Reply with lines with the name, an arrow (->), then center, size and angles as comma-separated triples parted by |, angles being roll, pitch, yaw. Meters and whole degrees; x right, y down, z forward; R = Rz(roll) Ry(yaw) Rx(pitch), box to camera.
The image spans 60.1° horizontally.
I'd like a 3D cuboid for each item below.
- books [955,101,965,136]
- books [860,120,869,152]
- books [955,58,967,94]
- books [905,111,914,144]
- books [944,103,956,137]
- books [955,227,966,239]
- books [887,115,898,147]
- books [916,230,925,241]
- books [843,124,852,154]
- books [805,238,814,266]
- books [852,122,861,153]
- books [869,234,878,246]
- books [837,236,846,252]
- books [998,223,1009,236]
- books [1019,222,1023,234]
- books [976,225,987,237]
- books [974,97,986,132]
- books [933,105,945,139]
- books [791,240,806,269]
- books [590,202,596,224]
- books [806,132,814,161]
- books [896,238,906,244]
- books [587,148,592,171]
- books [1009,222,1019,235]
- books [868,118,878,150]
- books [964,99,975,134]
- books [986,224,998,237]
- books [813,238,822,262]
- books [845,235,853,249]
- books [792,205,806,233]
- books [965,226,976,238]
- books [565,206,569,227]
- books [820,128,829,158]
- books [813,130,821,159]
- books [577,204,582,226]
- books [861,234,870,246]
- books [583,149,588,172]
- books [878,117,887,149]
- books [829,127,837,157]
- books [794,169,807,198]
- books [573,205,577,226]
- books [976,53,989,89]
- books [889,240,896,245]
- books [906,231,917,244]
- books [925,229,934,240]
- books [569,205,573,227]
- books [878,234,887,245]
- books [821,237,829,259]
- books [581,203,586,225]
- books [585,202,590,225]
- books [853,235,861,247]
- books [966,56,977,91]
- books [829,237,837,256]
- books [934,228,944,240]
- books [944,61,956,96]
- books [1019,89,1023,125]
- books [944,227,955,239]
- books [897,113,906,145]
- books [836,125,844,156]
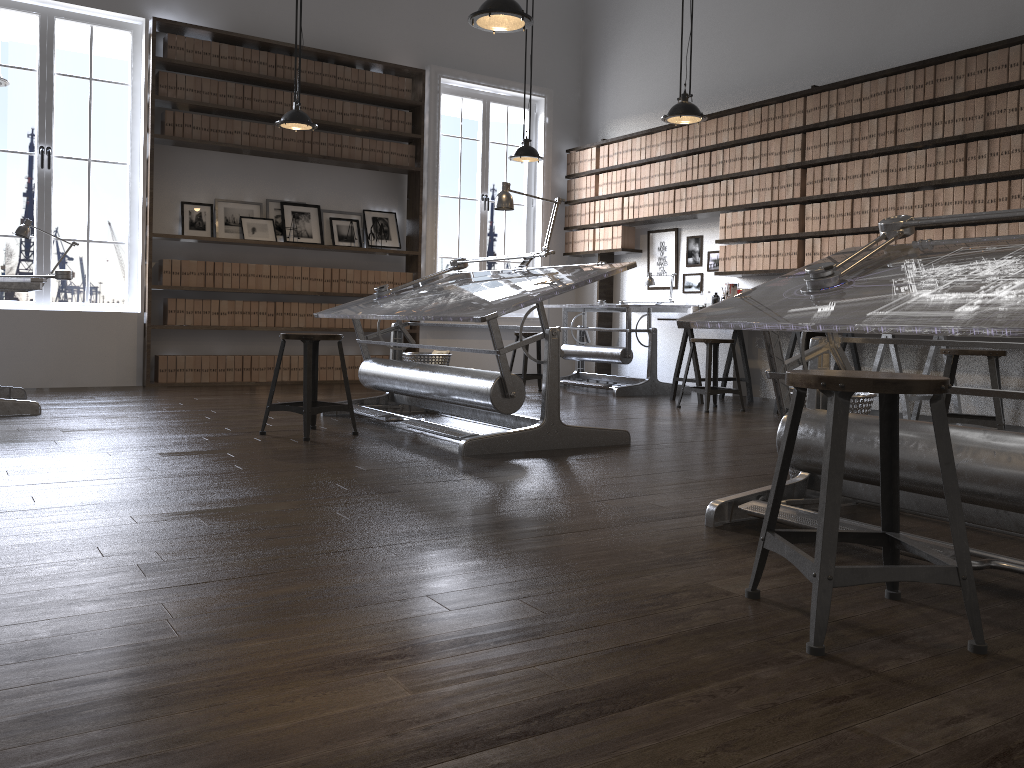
books -> 2.989, -1.728, 5.814 | 0.174, 0.225, 0.067 | 0, 2, -33
books -> 2.605, -1.780, 6.414 | 0.174, 0.225, 0.067 | 0, 2, -33
books -> 2.992, -2.005, 5.815 | 0.174, 0.225, 0.067 | 0, 2, -33
books -> 2.797, -1.754, 6.113 | 0.174, 0.225, 0.067 | 0, 2, -33
books -> 2.948, -1.733, 5.874 | 0.174, 0.225, 0.067 | 0, 2, -33
books -> 2.982, -0.911, 5.809 | 0.174, 0.225, 0.067 | 0, 2, -33
books -> 2.719, -1.764, 6.229 | 0.174, 0.225, 0.067 | 0, 2, -33
books -> 2.836, -0.931, 6.040 | 0.174, 0.225, 0.067 | 0, 2, -33
books -> 2.525, -1.790, 6.527 | 0.174, 0.225, 0.067 | 0, 2, -33
books -> 2.336, -0.998, 6.804 | 0.174, 0.225, 0.067 | 0, 2, -33
books -> 2.567, -1.785, 6.473 | 0.174, 0.225, 0.067 | 0, 2, -33
books -> 2.640, -0.958, 6.344 | 0.174, 0.225, 0.067 | 0, 2, -33
books -> 2.490, -0.978, 6.568 | 0.174, 0.225, 0.067 | 0, 2, -33
books -> 3.135, -0.891, 5.572 | 0.174, 0.225, 0.067 | 0, 2, -33
books -> 3.202, -0.881, 5.461 | 0.174, 0.225, 0.067 | 0, 2, -33
books -> 3.059, -0.901, 5.693 | 0.174, 0.225, 0.067 | 0, 2, -33
books -> 3.056, -1.718, 5.704 | 0.174, 0.225, 0.067 | 0, 2, -33
books -> 2.909, -1.739, 5.938 | 0.174, 0.225, 0.067 | 0, 2, -33
books -> 2.265, -1.008, 6.917 | 0.174, 0.225, 0.067 | 0, 2, -33
books -> 0.888, -1.744, 9.071 | 0.174, 0.225, 0.067 | 0, 2, -33
books -> 2.346, -1.815, 6.818 | 0.174, 0.225, 0.067 | 0, 2, -33
books -> 2.756, -0.942, 6.166 | 0.174, 0.225, 0.067 | 0, 2, -33
books -> 0.863, -2.298, 9.112 | 0.174, 0.225, 0.067 | 0, 2, -33
books -> 3.170, -0.886, 5.520 | 0.174, 0.225, 0.067 | 0, 2, -33
books -> 2.640, -1.775, 6.352 | 0.174, 0.225, 0.067 | 0, 2, -33
books -> 3.024, -1.723, 5.762 | 0.174, 0.225, 0.067 | 0, 2, -33
books -> 3.094, -0.896, 5.631 | 0.174, 0.225, 0.067 | 0, 2, -33
books -> 2.378, -0.993, 6.745 | 0.174, 0.225, 0.067 | 0, 2, -33
books -> 2.531, -0.972, 6.508 | 0.174, 0.225, 0.067 | 0, 2, -33
books -> 2.272, -1.278, 6.907 | 0.174, 0.225, 0.067 | 0, 2, -33
books -> 3.023, -0.906, 5.752 | 0.174, 0.225, 0.067 | 0, 2, -33
books -> 0.650, -1.775, 9.428 | 0.174, 0.225, 0.067 | 0, 2, -33
books -> 2.417, -1.805, 6.697 | 0.174, 0.225, 0.067 | 0, 2, -33
books -> 2.382, -1.810, 6.758 | 0.174, 0.225, 0.067 | 0, 2, -33
books -> 0.765, -1.760, 9.253 | 0.174, 0.225, 0.067 | 0, 2, -33
books -> 2.598, -0.963, 6.398 | 0.174, 0.225, 0.067 | 0, 2, -33
books -> 0.828, -2.304, 9.174 | 0.174, 0.225, 0.067 | 0, 2, -33
books -> 2.683, -1.770, 6.295 | 0.174, 0.225, 0.067 | 0, 2, -33
books -> 2.458, -1.800, 6.637 | 0.174, 0.225, 0.067 | 0, 2, -33
books -> 2.283, -1.555, 6.908 | 0.174, 0.225, 0.067 | 0, 2, -33
books -> 0.730, -1.765, 9.315 | 0.174, 0.225, 0.067 | 0, 2, -33
books -> 3.069, -1.995, 5.699 | 0.174, 0.225, 0.067 | 0, 2, -33
books -> 2.713, -0.947, 6.223 | 0.174, 0.225, 0.067 | 0, 2, -33
books -> 2.792, -0.937, 6.100 | 0.174, 0.225, 0.067 | 0, 2, -33
books -> 2.870, -0.927, 5.984 | 0.174, 0.225, 0.067 | 0, 2, -33
books -> 0.692, -1.770, 9.375 | 0.174, 0.225, 0.067 | 0, 2, -33
books -> 2.678, -0.953, 6.284 | 0.174, 0.225, 0.067 | 0, 2, -33
books -> 2.419, -0.988, 6.689 | 0.174, 0.225, 0.067 | 0, 2, -33
books -> 0.808, -1.755, 9.196 | 0.174, 0.225, 0.067 | 0, 2, -33
books -> 0.844, -1.749, 9.130 | 0.174, 0.225, 0.067 | 0, 2, -33
books -> 2.566, -0.968, 6.456 | 0.174, 0.225, 0.067 | 0, 2, -33
books -> 3.033, -2.000, 5.759 | 0.174, 0.225, 0.067 | 0, 2, -33
books -> 2.455, -0.983, 6.629 | 0.174, 0.225, 0.067 | 0, 2, -33
books -> 2.900, -0.922, 5.929 | 0.174, 0.225, 0.067 | 0, 2, -33
books -> 2.949, -2.010, 5.874 | 0.174, 0.225, 0.067 | 0, 2, -33
books -> 3.212, -1.698, 5.468 | 0.174, 0.225, 0.067 | 0, 2, -33
books -> 2.940, -0.917, 5.868 | 0.174, 0.225, 0.067 | 0, 2, -33
books -> 2.764, -1.759, 6.169 | 0.174, 0.225, 0.067 | 0, 2, -33
books -> 2.493, -1.795, 6.585 | 0.174, 0.225, 0.067 | 0, 2, -33
